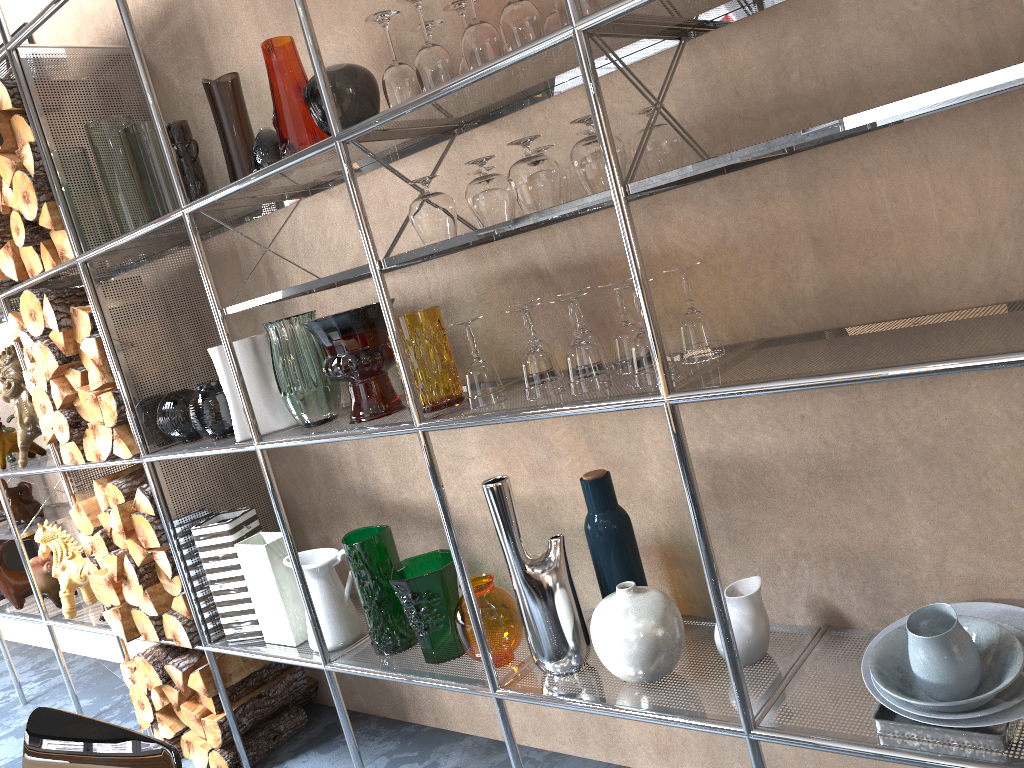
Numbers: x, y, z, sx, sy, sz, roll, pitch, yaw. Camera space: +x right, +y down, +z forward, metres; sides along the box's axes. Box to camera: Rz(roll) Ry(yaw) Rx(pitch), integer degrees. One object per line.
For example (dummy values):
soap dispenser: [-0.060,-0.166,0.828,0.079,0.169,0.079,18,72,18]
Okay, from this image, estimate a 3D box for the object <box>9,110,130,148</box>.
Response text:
object: [-1.237,-0.720,2.511,0.135,0.114,0.299,-8,10,43]

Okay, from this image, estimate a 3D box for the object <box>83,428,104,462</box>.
object: [-1.170,0.144,2.765,0.135,0.114,0.299,-9,10,38]

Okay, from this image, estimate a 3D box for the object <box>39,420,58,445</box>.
object: [-1.363,0.111,2.885,0.095,0.088,0.303,-9,10,39]

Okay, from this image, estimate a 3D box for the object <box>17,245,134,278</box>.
object: [-1.307,-0.405,2.681,0.135,0.114,0.299,-8,10,43]

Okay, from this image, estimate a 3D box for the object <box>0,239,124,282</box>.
object: [-1.393,-0.400,2.774,0.154,0.131,0.362,-9,10,40]

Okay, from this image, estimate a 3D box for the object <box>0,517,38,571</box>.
object: [-2.387,0.791,4.036,0.175,0.303,0.343,-8,10,41]

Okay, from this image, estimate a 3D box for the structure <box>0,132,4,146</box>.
structure: [-1.490,-0.815,1.911,0.506,0.744,0.460,-18,8,-23]

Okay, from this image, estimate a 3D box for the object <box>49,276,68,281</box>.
object: [-1.651,-0.437,2.943,0.151,0.280,0.314,-9,10,39]

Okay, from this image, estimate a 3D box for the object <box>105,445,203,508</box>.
object: [-1.110,0.289,2.780,0.140,0.150,0.312,-9,10,37]

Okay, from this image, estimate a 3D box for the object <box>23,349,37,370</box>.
object: [-1.398,-0.128,2.854,0.135,0.114,0.299,-9,10,38]

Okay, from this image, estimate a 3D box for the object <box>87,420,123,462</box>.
object: [-1.067,0.121,2.694,0.154,0.131,0.362,-8,10,41]

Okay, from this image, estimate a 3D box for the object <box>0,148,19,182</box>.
object: [-1.395,-0.663,2.614,0.164,0.128,0.322,-8,10,41]

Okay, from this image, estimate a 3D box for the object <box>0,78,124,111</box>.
object: [-1.271,-0.802,2.490,0.121,0.107,0.308,-7,11,44]

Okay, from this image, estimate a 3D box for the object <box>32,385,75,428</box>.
object: [-1.350,0.033,2.823,0.143,0.143,0.286,-9,10,40]

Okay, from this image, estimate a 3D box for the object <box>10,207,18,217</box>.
object: [-1.345,-0.513,2.680,0.147,0.118,0.288,-7,11,44]

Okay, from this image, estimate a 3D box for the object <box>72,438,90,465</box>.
object: [-1.249,0.169,2.839,0.087,0.095,0.303,-8,10,40]

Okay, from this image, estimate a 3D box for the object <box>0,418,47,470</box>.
object: [-1.913,0.161,3.395,0.097,0.290,0.290,-12,8,21]

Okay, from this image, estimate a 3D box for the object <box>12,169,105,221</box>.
object: [-1.246,-0.551,2.529,0.143,0.143,0.286,-8,10,41]

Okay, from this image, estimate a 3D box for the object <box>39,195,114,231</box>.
object: [-1.170,-0.486,2.515,0.095,0.088,0.303,-8,10,43]

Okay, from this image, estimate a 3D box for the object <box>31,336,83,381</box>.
object: [-1.268,-0.113,2.706,0.164,0.128,0.322,-9,10,40]

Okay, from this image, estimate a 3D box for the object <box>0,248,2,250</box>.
object: [-1.513,-0.468,2.811,0.110,0.109,0.321,-9,10,40]

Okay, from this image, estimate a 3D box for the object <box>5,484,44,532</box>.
object: [-1.903,0.466,3.445,0.105,0.168,0.210,-16,8,-9]

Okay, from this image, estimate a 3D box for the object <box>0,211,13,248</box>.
object: [-1.437,-0.513,2.733,0.095,0.135,0.329,-8,11,44]

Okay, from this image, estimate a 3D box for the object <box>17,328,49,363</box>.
object: [-1.332,-0.167,2.780,0.098,0.115,0.362,-9,10,40]

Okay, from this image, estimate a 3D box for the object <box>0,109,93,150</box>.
object: [-1.324,-0.737,2.569,0.098,0.115,0.362,-8,10,41]

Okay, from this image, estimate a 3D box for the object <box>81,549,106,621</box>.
object: [-1.382,0.625,3.080,0.116,0.358,0.198,-10,9,33]

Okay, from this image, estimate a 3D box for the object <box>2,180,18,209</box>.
object: [-1.331,-0.577,2.625,0.101,0.110,0.331,-9,10,39]

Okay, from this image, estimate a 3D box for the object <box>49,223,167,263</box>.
object: [-1.153,-0.425,2.556,0.126,0.112,0.287,-8,10,41]

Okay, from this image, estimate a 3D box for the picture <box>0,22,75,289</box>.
picture: [-1.714,-0.751,3.146,0.529,0.863,0.090,-8,10,40]

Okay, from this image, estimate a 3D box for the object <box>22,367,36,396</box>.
object: [-1.393,-0.028,2.864,0.111,0.121,0.310,-9,10,40]

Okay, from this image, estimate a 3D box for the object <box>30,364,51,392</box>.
object: [-1.335,-0.064,2.803,0.128,0.107,0.329,-8,10,41]

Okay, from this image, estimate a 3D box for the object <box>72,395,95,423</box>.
object: [-1.184,0.032,2.743,0.147,0.118,0.288,-9,10,37]

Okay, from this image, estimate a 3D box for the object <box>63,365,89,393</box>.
object: [-1.183,-0.046,2.716,0.107,0.098,0.330,-9,10,37]

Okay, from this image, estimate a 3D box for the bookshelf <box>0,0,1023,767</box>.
bookshelf: [-0.394,-2.029,1.422,10.737,6.218,0.421,-8,10,41]

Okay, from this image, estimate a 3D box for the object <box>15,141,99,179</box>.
object: [-1.210,-0.623,2.503,0.111,0.121,0.310,-8,10,41]

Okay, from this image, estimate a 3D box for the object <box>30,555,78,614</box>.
object: [-1.797,0.758,3.454,0.119,0.220,0.212,-17,8,-15]

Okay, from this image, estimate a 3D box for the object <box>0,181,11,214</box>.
object: [-1.385,-0.585,2.688,0.107,0.098,0.330,-7,11,45]

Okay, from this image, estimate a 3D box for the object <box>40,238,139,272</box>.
object: [-1.221,-0.404,2.611,0.087,0.095,0.303,-8,10,41]

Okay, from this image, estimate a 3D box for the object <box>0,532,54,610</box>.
object: [-1.982,0.753,3.606,0.249,0.290,0.114,-18,8,-23]

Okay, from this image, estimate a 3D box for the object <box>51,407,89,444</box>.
object: [-1.269,0.094,2.781,0.103,0.110,0.312,-9,10,37]

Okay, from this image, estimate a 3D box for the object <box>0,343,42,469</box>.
object: [-1.622,0.041,3.110,0.405,0.450,0.210,-10,9,33]

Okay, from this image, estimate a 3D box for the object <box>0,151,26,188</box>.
object: [-1.284,-0.641,2.555,0.128,0.107,0.329,-8,10,40]

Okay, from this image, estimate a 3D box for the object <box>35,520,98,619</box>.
object: [-1.533,0.642,3.233,0.375,0.363,0.170,-14,8,7]

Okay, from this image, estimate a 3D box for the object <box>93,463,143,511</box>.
object: [-1.177,0.311,2.850,0.107,0.121,0.289,-8,10,42]

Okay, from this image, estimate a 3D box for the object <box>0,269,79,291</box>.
object: [-1.481,-0.378,2.820,0.107,0.105,0.330,-8,11,43]

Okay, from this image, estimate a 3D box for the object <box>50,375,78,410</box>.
object: [-1.250,-0.020,2.759,0.101,0.110,0.331,-8,10,43]

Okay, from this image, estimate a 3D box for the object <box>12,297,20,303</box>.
object: [-1.882,-0.392,3.167,0.126,0.249,0.253,-7,11,45]

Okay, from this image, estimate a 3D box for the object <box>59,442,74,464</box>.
object: [-1.315,0.167,2.899,0.126,0.112,0.287,-9,10,40]

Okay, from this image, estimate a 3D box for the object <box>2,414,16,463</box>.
object: [-2.114,0.228,3.551,0.403,0.221,0.192,-17,8,-12]

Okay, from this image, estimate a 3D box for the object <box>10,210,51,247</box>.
object: [-1.287,-0.472,2.593,0.103,0.110,0.312,-8,11,44]

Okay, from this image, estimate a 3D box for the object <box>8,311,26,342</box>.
object: [-1.428,-0.210,2.829,0.121,0.107,0.308,-9,10,37]

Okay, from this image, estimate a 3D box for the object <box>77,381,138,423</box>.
object: [-1.120,0.009,2.661,0.095,0.135,0.329,-9,10,37]

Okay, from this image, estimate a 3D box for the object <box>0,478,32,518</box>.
object: [-2.064,0.465,3.604,0.217,0.214,0.108,-18,8,-24]

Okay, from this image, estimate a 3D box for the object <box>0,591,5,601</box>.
object: [-2.271,0.666,3.830,0.112,0.533,0.112,-8,10,41]
